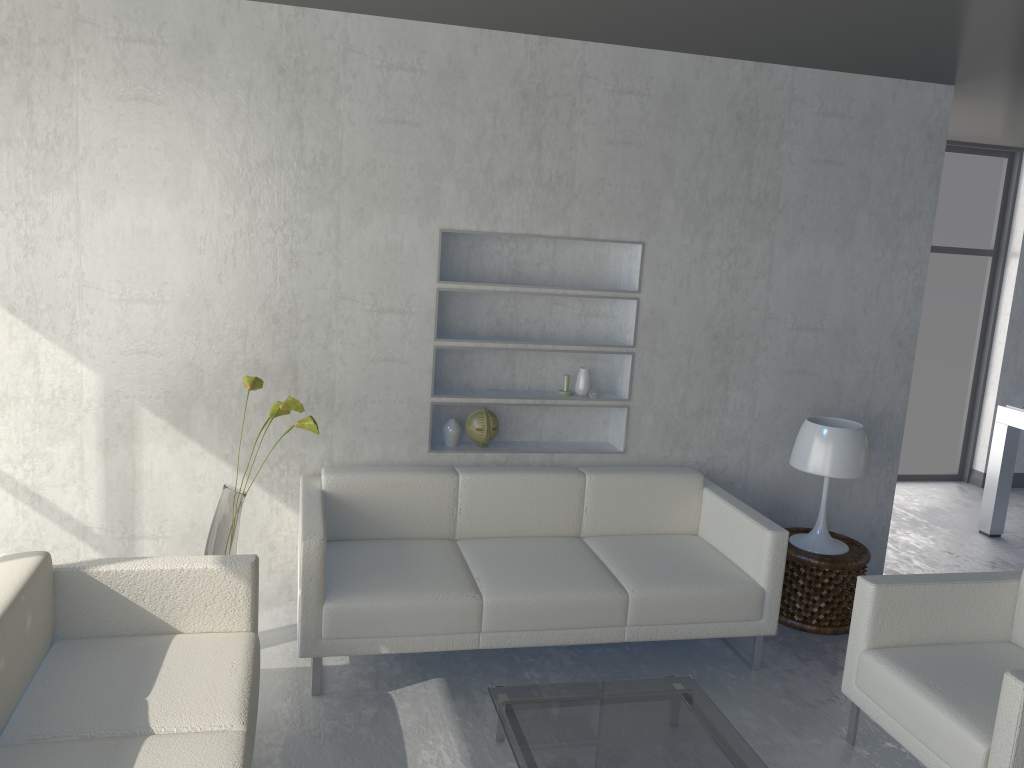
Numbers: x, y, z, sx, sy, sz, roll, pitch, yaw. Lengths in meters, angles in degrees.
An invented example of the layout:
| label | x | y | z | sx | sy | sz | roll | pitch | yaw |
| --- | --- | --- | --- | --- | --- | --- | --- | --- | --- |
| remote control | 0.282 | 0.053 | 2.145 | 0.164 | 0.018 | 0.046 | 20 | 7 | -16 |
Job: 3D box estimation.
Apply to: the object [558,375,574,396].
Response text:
| label | x | y | z | sx | sy | sz | roll | pitch | yaw |
| --- | --- | --- | --- | --- | --- | --- | --- | --- | --- |
| object | 0.255 | 0.004 | 4.173 | 0.074 | 0.094 | 0.074 | 12 | 13 | 39 |

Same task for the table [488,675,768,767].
| label | x | y | z | sx | sy | sz | roll | pitch | yaw |
| --- | --- | --- | --- | --- | --- | --- | --- | --- | --- |
| table | 0.356 | 1.182 | 2.688 | 0.730 | 0.190 | 0.773 | 1 | 10 | -14 |

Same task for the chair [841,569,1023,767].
| label | x | y | z | sx | sy | sz | roll | pitch | yaw |
| --- | --- | --- | --- | --- | --- | --- | --- | --- | --- |
| chair | 1.640 | 0.999 | 2.853 | 0.821 | 0.662 | 0.748 | 1 | 10 | -14 |

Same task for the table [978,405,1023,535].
| label | x | y | z | sx | sy | sz | roll | pitch | yaw |
| --- | --- | --- | --- | --- | --- | --- | --- | --- | --- |
| table | 3.778 | 0.713 | 4.665 | 1.180 | 0.835 | 2.095 | 1 | 10 | -14 |

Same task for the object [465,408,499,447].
| label | x | y | z | sx | sy | sz | roll | pitch | yaw |
| --- | --- | --- | --- | --- | --- | --- | --- | --- | --- |
| object | -0.124 | 0.204 | 4.093 | 0.163 | 0.179 | 0.088 | -1 | 11 | -24 |

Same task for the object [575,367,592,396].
| label | x | y | z | sx | sy | sz | roll | pitch | yaw |
| --- | --- | --- | --- | --- | --- | --- | --- | --- | --- |
| object | 0.339 | -0.011 | 4.184 | 0.079 | 0.130 | 0.079 | 1 | 10 | -16 |

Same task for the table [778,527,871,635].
| label | x | y | z | sx | sy | sz | roll | pitch | yaw |
| --- | --- | --- | --- | --- | --- | --- | --- | --- | --- |
| table | 1.415 | 0.913 | 4.148 | 0.452 | 0.358 | 0.452 | -4 | 13 | -38 |

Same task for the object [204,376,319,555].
| label | x | y | z | sx | sy | sz | roll | pitch | yaw |
| --- | --- | --- | --- | --- | --- | --- | --- | --- | --- |
| object | -0.964 | 0.522 | 3.452 | 0.400 | 1.051 | 0.387 | 6 | 10 | 14 |

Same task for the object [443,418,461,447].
| label | x | y | z | sx | sy | sz | roll | pitch | yaw |
| --- | --- | --- | --- | --- | --- | --- | --- | --- | --- |
| object | -0.277 | 0.222 | 4.088 | 0.086 | 0.128 | 0.086 | 3 | 10 | -3 |

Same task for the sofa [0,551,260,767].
| label | x | y | z | sx | sy | sz | roll | pitch | yaw |
| --- | --- | --- | --- | --- | --- | --- | --- | --- | --- |
| sofa | -1.015 | 0.979 | 1.969 | 0.821 | 0.658 | 1.881 | 1 | 10 | -14 |

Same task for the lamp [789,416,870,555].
| label | x | y | z | sx | sy | sz | roll | pitch | yaw |
| --- | --- | --- | --- | --- | --- | --- | --- | --- | --- |
| lamp | 1.443 | 0.460 | 4.068 | 0.347 | 0.582 | 0.347 | -6 | 14 | -45 |

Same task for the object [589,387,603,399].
| label | x | y | z | sx | sy | sz | roll | pitch | yaw |
| --- | --- | --- | --- | --- | --- | --- | --- | --- | --- |
| object | 0.394 | 0.040 | 4.148 | 0.064 | 0.050 | 0.064 | 2 | 10 | -8 |

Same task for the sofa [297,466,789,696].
| label | x | y | z | sx | sy | sz | roll | pitch | yaw |
| --- | --- | --- | --- | --- | --- | --- | --- | --- | --- |
| sofa | 0.079 | 0.746 | 3.695 | 1.881 | 0.658 | 0.821 | 1 | 10 | -14 |
